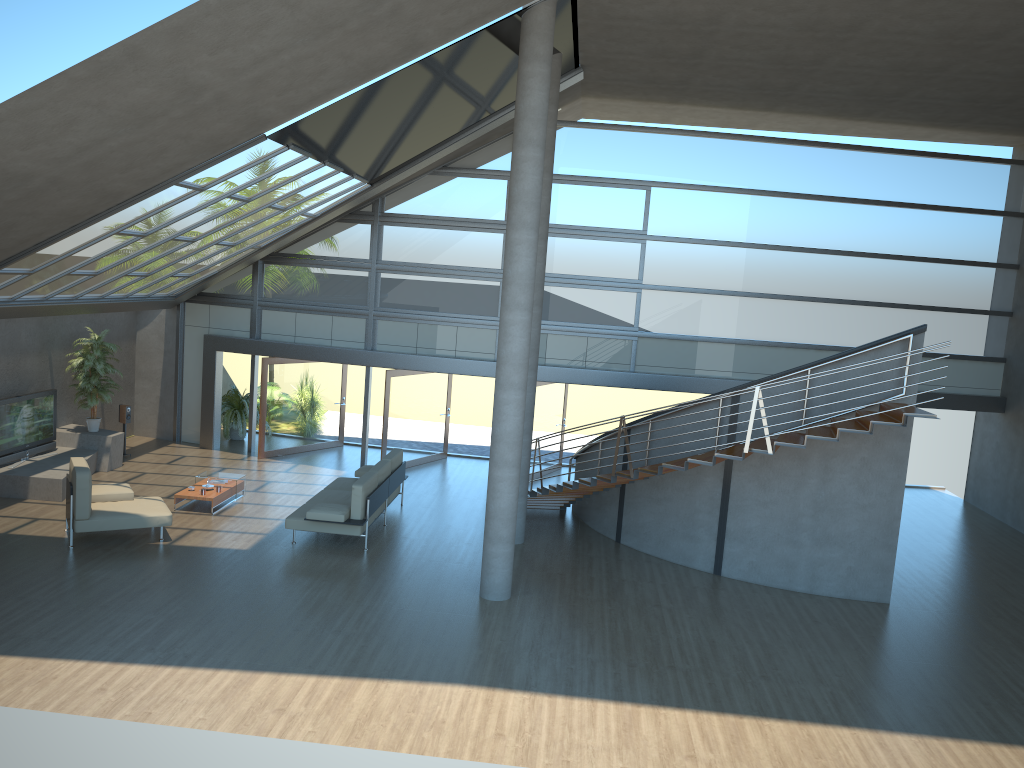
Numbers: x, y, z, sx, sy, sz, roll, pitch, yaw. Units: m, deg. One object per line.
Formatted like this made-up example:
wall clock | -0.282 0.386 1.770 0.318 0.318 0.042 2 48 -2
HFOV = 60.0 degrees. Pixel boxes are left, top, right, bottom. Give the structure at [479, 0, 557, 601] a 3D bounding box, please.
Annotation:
structure | 0.061 -0.962 10.349 0.381 7.125 0.382 5 7 4

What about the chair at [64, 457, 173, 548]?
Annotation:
chair | -5.322 1.529 11.971 1.244 1.023 1.217 0 8 -30

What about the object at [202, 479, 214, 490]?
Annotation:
object | -4.683 1.550 13.667 0.178 0.161 0.178 -2 9 -44

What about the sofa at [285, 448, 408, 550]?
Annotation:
sofa | -2.423 1.632 13.365 1.166 0.947 3.079 5 7 4

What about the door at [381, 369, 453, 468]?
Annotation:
door | -1.848 0.644 17.485 0.200 1.977 2.298 8 8 28

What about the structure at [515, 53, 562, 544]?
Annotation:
structure | 0.255 -1.222 12.652 0.381 7.125 0.382 -2 9 -42

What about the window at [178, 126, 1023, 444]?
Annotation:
window | 1.588 -1.379 16.952 16.616 6.630 1.098 5 7 3

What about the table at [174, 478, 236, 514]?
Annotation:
table | -4.711 1.733 13.849 0.600 0.250 1.200 5 7 4

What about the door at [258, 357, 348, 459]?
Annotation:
door | -4.193 0.410 17.960 0.200 1.977 2.298 9 8 33

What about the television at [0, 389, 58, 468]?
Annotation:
television | -7.801 0.697 14.207 0.396 1.063 1.568 5 7 4

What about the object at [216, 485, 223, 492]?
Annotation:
object | -4.489 1.604 13.591 0.070 0.101 0.085 9 8 32

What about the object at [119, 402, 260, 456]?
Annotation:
object | -9.066 1.013 14.240 7.863 0.982 21.345 5 7 7

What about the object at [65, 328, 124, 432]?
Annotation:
object | -7.323 -0.086 15.521 0.932 1.857 0.895 -1 8 -37

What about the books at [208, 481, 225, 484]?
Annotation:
books | -4.712 1.567 14.159 0.275 0.005 0.189 2 7 -15

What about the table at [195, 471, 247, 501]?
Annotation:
table | -4.674 1.635 14.239 0.680 0.342 0.400 5 7 4

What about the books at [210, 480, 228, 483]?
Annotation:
books | -4.690 1.559 14.208 0.275 0.005 0.189 3 7 -12

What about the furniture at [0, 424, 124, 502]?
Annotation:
furniture | -7.395 1.255 14.701 1.577 0.610 2.936 5 7 4

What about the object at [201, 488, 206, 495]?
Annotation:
object | -4.659 1.619 13.356 0.085 0.101 0.070 5 7 3

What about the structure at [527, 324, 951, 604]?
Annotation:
structure | 2.276 0.730 12.333 6.809 3.653 2.349 10 9 42

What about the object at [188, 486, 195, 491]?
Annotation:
object | -4.895 1.585 13.551 0.102 0.086 0.100 5 7 8

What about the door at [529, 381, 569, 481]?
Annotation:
door | 0.587 0.855 17.247 0.200 1.977 2.298 7 7 25
